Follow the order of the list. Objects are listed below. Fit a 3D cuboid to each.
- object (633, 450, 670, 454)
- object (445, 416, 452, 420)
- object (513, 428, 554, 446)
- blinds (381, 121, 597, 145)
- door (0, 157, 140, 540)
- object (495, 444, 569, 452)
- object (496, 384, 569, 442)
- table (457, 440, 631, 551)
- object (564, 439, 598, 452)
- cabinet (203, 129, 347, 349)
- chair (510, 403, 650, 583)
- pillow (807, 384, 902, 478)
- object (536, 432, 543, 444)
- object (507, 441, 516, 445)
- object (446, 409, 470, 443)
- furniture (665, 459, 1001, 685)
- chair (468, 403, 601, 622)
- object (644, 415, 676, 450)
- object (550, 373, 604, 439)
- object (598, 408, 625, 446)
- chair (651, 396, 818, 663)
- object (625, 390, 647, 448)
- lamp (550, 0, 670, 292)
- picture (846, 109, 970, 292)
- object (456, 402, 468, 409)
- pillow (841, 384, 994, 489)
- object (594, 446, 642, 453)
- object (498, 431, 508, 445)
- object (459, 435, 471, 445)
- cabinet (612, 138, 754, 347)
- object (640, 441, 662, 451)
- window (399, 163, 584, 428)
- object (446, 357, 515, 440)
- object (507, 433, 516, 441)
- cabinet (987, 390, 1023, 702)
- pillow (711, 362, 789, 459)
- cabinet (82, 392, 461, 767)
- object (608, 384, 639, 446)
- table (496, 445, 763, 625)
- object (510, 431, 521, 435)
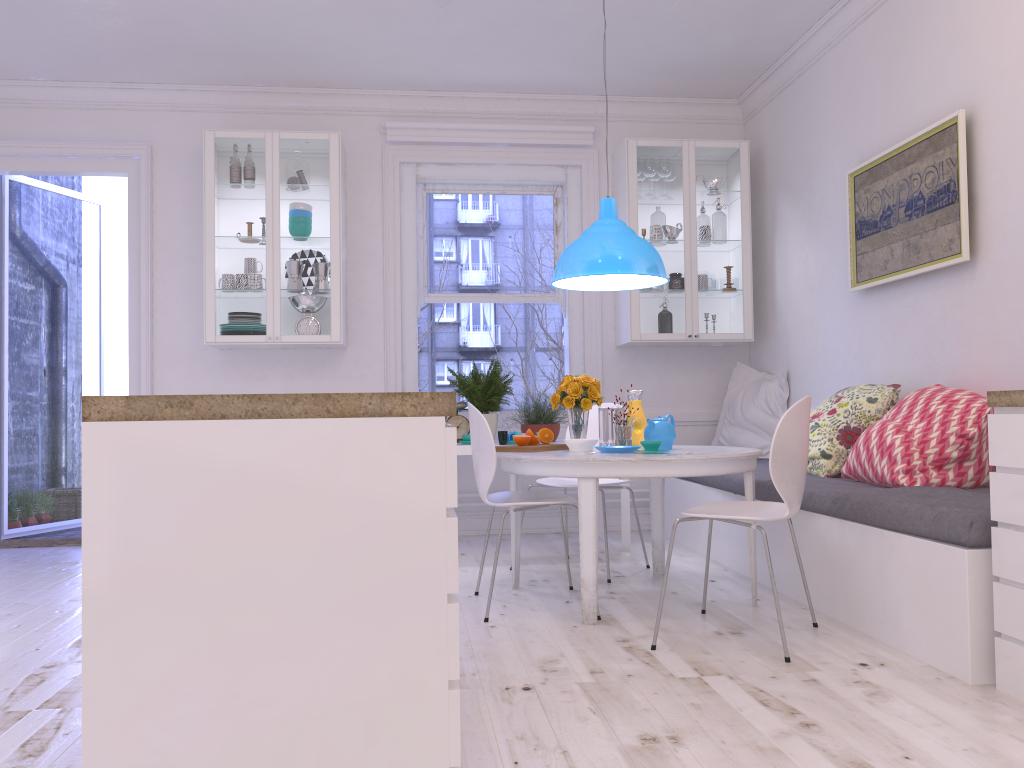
[{"bbox_3d":[0.559,0.272,3.554,0.147,0.011,0.147,-1,-2,-4],"label":"object"},{"bbox_3d":[-0.504,0.249,5.564,0.294,0.237,0.028,-1,-2,-7],"label":"object"},{"bbox_3d":[0.076,0.238,4.008,0.129,0.075,0.285,-2,-2,30],"label":"object"},{"bbox_3d":[-0.143,-1.666,5.911,1.451,0.131,0.136,-1,-2,-7],"label":"blinds"},{"bbox_3d":[-2.941,-0.200,6.166,1.009,2.474,1.021,-1,-2,-7],"label":"door"},{"bbox_3d":[0.088,0.286,3.983,0.224,0.024,0.347,-2,-2,33],"label":"object"},{"bbox_3d":[0.185,0.183,5.324,0.668,0.367,0.531,-1,-2,18],"label":"object"},{"bbox_3d":[-0.050,0.659,5.255,1.514,0.619,0.736,-1,-2,-7],"label":"table"},{"bbox_3d":[0.296,0.263,3.804,0.147,0.052,0.147,-2,-2,36],"label":"object"},{"bbox_3d":[-1.476,-0.892,5.581,0.823,1.311,0.425,-1,-2,-7],"label":"cabinet"},{"bbox_3d":[0.366,0.518,4.517,0.604,0.845,0.483,-2,-2,39],"label":"chair"},{"bbox_3d":[1.598,0.227,4.290,0.509,0.447,0.592,-1,-2,-2],"label":"pillow"},{"bbox_3d":[0.164,0.306,5.036,0.066,0.067,0.052,-1,-2,-6],"label":"object"},{"bbox_3d":[0.007,0.330,5.017,0.121,0.021,0.121,-2,-2,34],"label":"object"},{"bbox_3d":[-0.337,0.258,5.475,0.159,0.208,0.185,-1,-2,-7],"label":"object"},{"bbox_3d":[1.458,0.661,4.228,0.769,0.508,3.296,-1,-2,-7],"label":"furniture"},{"bbox_3d":[0.063,0.497,3.686,0.483,0.845,0.604,-1,-2,-7],"label":"chair"},{"bbox_3d":[0.655,0.211,3.899,0.156,0.151,0.150,-1,-2,-3],"label":"object"},{"bbox_3d":[0.306,0.122,4.063,0.234,0.351,0.235,1,-2,-42],"label":"object"},{"bbox_3d":[0.459,0.202,4.070,0.101,0.186,0.122,-2,-2,23],"label":"object"},{"bbox_3d":[0.812,0.469,3.132,0.483,0.845,0.604,-2,-2,28],"label":"chair"},{"bbox_3d":[0.566,0.160,4.058,0.094,0.267,0.116,-2,-2,20],"label":"object"},{"bbox_3d":[0.453,-1.454,4.274,0.568,1.948,0.568,-2,-2,27],"label":"lamp"},{"bbox_3d":[1.808,-0.805,4.128,0.020,0.629,0.971,-1,-2,-7],"label":"picture"},{"bbox_3d":[-0.344,0.131,5.489,0.164,0.047,0.163,-3,-2,43],"label":"object"},{"bbox_3d":[1.672,0.209,3.610,0.491,0.424,0.587,-1,-2,-4],"label":"pillow"},{"bbox_3d":[0.439,0.271,3.669,0.196,0.023,0.196,0,-2,-19],"label":"object"},{"bbox_3d":[-0.054,0.301,4.947,0.055,0.077,0.070,-1,-2,19],"label":"object"},{"bbox_3d":[-0.247,0.320,5.097,0.121,0.055,0.121,-2,-2,34],"label":"object"},{"bbox_3d":[1.126,-0.921,5.880,0.823,1.311,0.425,-1,-2,-7],"label":"cabinet"},{"bbox_3d":[0.559,0.251,3.555,0.088,0.043,0.088,-1,-2,1],"label":"object"},{"bbox_3d":[-0.138,-0.592,6.065,1.234,1.782,0.181,-1,-2,-7],"label":"window"},{"bbox_3d":[-0.182,0.091,5.382,0.438,0.527,0.368,-1,-2,-7],"label":"object"},{"bbox_3d":[-0.008,0.305,5.013,0.069,0.058,0.080,0,-2,-34],"label":"object"},{"bbox_3d":[1.746,0.421,2.044,0.654,0.842,1.036,-1,-2,-7],"label":"cabinet"},{"bbox_3d":[1.543,0.167,5.728,0.374,0.642,0.677,0,-2,-36],"label":"pillow"},{"bbox_3d":[-0.487,0.457,2.152,0.654,0.842,1.167,-1,-2,-7],"label":"cabinet"},{"bbox_3d":[0.491,0.144,3.855,0.128,0.287,0.128,-1,-2,-5],"label":"object"},{"bbox_3d":[0.498,0.602,3.828,1.140,0.629,1.140,-2,-2,22],"label":"table"},{"bbox_3d":[0.027,0.298,5.029,0.069,0.059,0.082,0,-2,-29],"label":"object"}]
